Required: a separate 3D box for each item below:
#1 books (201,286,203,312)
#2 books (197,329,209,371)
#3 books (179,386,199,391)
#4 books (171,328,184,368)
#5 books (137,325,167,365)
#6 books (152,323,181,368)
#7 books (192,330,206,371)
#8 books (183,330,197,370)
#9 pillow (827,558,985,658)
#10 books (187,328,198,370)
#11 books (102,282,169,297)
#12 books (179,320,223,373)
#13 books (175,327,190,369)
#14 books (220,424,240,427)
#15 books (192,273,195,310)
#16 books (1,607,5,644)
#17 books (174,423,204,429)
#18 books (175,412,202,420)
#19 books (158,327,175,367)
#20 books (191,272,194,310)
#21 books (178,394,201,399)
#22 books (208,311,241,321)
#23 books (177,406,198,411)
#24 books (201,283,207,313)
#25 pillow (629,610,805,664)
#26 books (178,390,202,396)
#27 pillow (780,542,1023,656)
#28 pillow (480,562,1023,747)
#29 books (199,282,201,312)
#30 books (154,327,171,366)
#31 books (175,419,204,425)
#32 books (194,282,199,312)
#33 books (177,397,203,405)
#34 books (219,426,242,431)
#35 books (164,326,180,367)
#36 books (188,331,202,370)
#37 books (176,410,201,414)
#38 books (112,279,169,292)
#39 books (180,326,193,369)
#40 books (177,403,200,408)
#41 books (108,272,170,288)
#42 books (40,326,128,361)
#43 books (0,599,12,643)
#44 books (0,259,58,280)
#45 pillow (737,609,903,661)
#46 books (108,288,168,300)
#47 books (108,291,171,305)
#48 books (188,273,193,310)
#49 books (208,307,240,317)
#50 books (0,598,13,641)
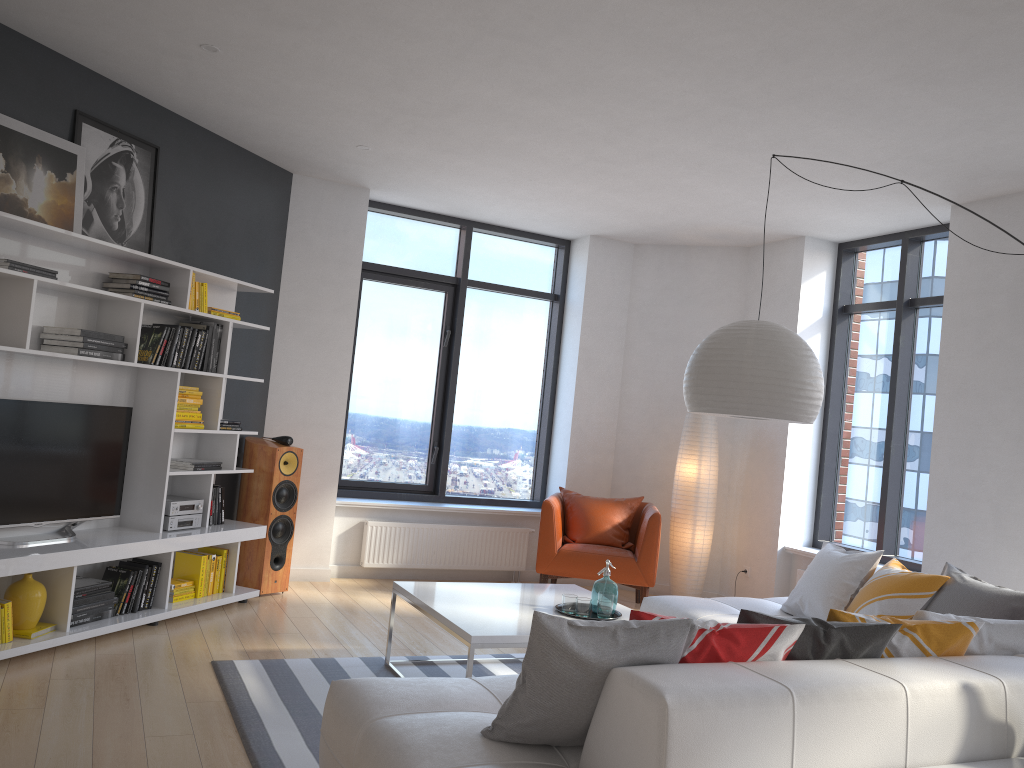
[{"bbox_3d":[-1.905,-0.511,5.335,0.108,0.161,0.046,5,-2,19],"label":"books"},{"bbox_3d":[-1.963,-0.211,5.415,0.197,0.260,0.066,5,-2,20],"label":"books"},{"bbox_3d":[-2.050,0.020,5.399,0.163,0.023,0.223,5,-3,24],"label":"books"},{"bbox_3d":[-2.034,-0.216,5.213,0.179,0.243,0.068,5,-2,19],"label":"books"},{"bbox_3d":[-2.087,-0.224,5.074,0.182,0.234,0.104,5,-2,20],"label":"books"},{"bbox_3d":[-2.048,-0.226,5.190,0.192,0.254,0.075,5,-2,19],"label":"books"},{"bbox_3d":[-1.974,-0.208,5.383,0.191,0.249,0.084,5,-2,20],"label":"books"},{"bbox_3d":[-1.981,-0.207,5.293,0.172,0.242,0.069,5,-3,21],"label":"books"},{"bbox_3d":[1.567,1.048,3.810,0.630,0.440,2.095,5,-3,22],"label":"pillow"},{"bbox_3d":[-1.997,-0.215,5.323,0.192,0.254,0.075,5,-2,19],"label":"books"},{"bbox_3d":[-2.126,-0.533,5.018,0.214,0.030,0.284,5,-3,24],"label":"books"},{"bbox_3d":[-1.953,-0.231,5.517,0.259,0.321,0.128,5,-2,20],"label":"books"},{"bbox_3d":[-2.025,-0.219,5.250,0.191,0.249,0.084,5,-2,20],"label":"books"},{"bbox_3d":[-1.869,0.261,5.703,0.142,0.015,0.198,5,-2,19],"label":"books"},{"bbox_3d":[-1.964,-0.551,5.286,0.164,0.224,0.054,5,-2,19],"label":"books"},{"bbox_3d":[-2.410,1.117,4.129,0.113,0.169,0.049,5,-2,19],"label":"books"},{"bbox_3d":[-2.033,0.247,5.374,0.194,0.028,0.257,5,-3,25],"label":"books"},{"bbox_3d":[-2.040,0.187,5.379,0.189,0.042,0.243,5,-2,20],"label":"books"},{"bbox_3d":[-2.056,-0.219,5.131,0.169,0.233,0.081,5,-2,19],"label":"books"},{"bbox_3d":[-1.966,-0.553,5.254,0.163,0.224,0.041,5,-2,19],"label":"books"},{"bbox_3d":[-2.037,0.068,5.392,0.160,0.022,0.227,4,-3,36],"label":"books"},{"bbox_3d":[-1.876,-0.431,5.593,0.194,0.028,0.257,5,-3,25],"label":"books"},{"bbox_3d":[-2.033,0.141,5.368,0.145,0.023,0.217,5,-3,24],"label":"books"},{"bbox_3d":[-1.910,-0.522,5.363,0.141,0.184,0.064,5,-3,21],"label":"books"},{"bbox_3d":[1.317,1.004,3.096,2.250,0.449,0.575,7,-3,-27],"label":"pillow"},{"bbox_3d":[-2.028,0.046,5.399,0.163,0.023,0.223,5,-3,24],"label":"books"},{"bbox_3d":[1.642,1.050,4.121,0.580,0.456,2.156,6,-2,1],"label":"pillow"},{"bbox_3d":[1.094,0.961,3.358,2.953,0.453,0.647,8,-3,-37],"label":"pillow"},{"bbox_3d":[-1.922,-0.522,5.323,0.128,0.178,0.044,5,-2,20],"label":"books"},{"bbox_3d":[-2.080,-0.221,5.107,0.187,0.234,0.096,5,-2,21],"label":"books"},{"bbox_3d":[-2.039,0.221,5.375,0.203,0.024,0.257,5,-3,23],"label":"books"},{"bbox_3d":[-1.935,-0.525,5.306,0.132,0.180,0.054,5,-2,20],"label":"books"},{"bbox_3d":[-2.036,0.096,5.396,0.176,0.033,0.239,5,-3,23],"label":"books"},{"bbox_3d":[-1.868,0.280,5.702,0.161,0.023,0.213,5,-3,24],"label":"books"},{"bbox_3d":[-2.032,-0.218,5.160,0.172,0.242,0.069,5,-3,21],"label":"books"},{"bbox_3d":[-1.976,-0.207,5.343,0.179,0.243,0.071,5,-2,19],"label":"books"},{"bbox_3d":[-2.051,0.158,5.383,0.189,0.014,0.251,5,-3,23],"label":"books"},{"bbox_3d":[-2.097,-0.558,5.013,0.180,0.026,0.246,5,-3,23],"label":"books"},{"bbox_3d":[-2.014,-0.221,5.282,0.197,0.260,0.066,5,-2,20],"label":"books"},{"bbox_3d":[-2.044,0.121,5.386,0.171,0.019,0.239,5,-2,20],"label":"books"},{"bbox_3d":[-2.106,-0.586,5.015,0.209,0.030,0.266,5,-2,14],"label":"books"},{"bbox_3d":[-2.264,-0.210,4.696,0.277,0.137,0.343,5,-2,15],"label":"books"},{"bbox_3d":[-2.414,1.105,4.158,0.148,0.193,0.067,5,-3,21],"label":"books"},{"bbox_3d":[-2.385,-0.549,4.237,0.250,0.047,0.310,5,-2,16],"label":"books"},{"bbox_3d":[1.611,1.013,3.241,2.120,0.436,0.608,7,-3,-29],"label":"pillow"},{"bbox_3d":[-2.111,-0.506,5.007,0.189,0.020,0.264,5,-2,19],"label":"books"},{"bbox_3d":[-2.110,-0.480,5.006,0.214,0.030,0.284,5,-3,24],"label":"books"},{"bbox_3d":[-1.956,-0.555,5.227,0.161,0.229,0.041,5,-2,19],"label":"books"},{"bbox_3d":[-1.883,-0.457,5.594,0.203,0.024,0.257,5,-3,23],"label":"books"},{"bbox_3d":[-2.414,1.106,4.184,0.149,0.193,0.046,5,-3,21],"label":"books"}]
